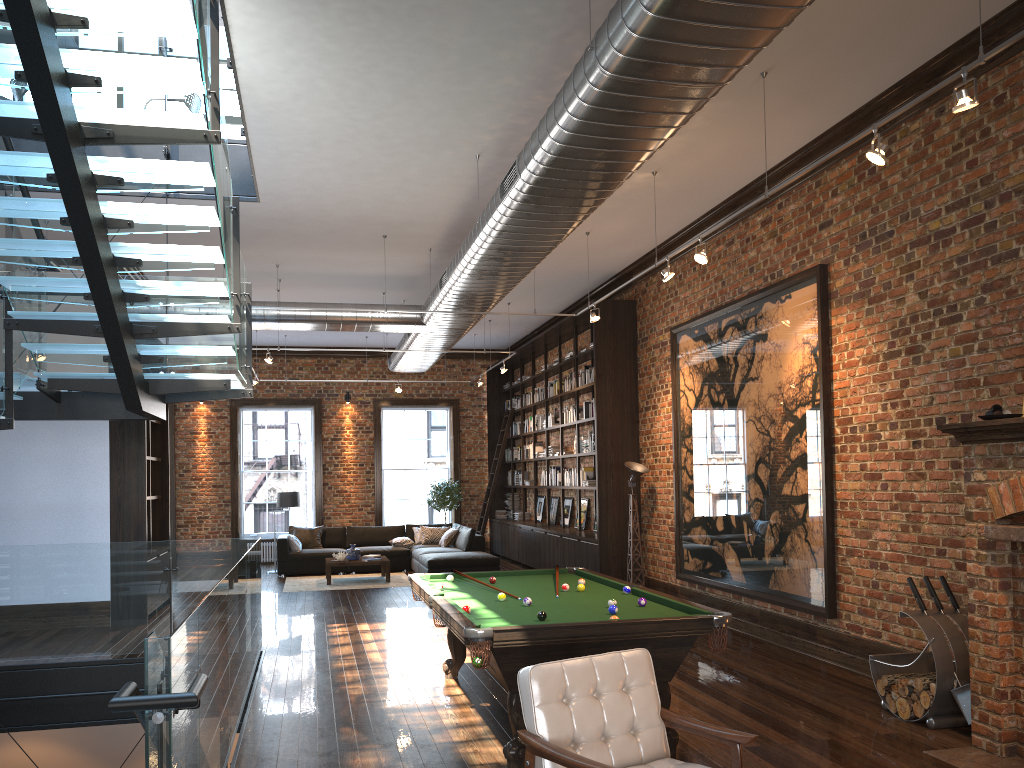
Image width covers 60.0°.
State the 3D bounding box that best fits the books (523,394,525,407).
[{"bbox_3d":[0.321,0.340,17.422,0.187,0.279,0.028,0,-1,-13],"label":"books"}]

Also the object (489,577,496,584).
[{"bbox_3d":[-0.154,1.566,7.072,0.057,0.057,0.057,-4,-5,35],"label":"object"}]

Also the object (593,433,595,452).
[{"bbox_3d":[1.206,0.852,12.954,0.069,0.287,0.118,-1,-2,-20],"label":"object"}]

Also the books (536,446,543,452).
[{"bbox_3d":[0.519,1.290,16.675,0.147,0.232,0.036,0,-1,-13],"label":"books"}]

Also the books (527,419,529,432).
[{"bbox_3d":[0.385,0.819,17.203,0.174,0.285,0.091,0,-2,-13],"label":"books"}]

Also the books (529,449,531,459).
[{"bbox_3d":[0.413,1.350,17.099,0.186,0.207,0.017,0,-1,-13],"label":"books"}]

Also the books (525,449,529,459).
[{"bbox_3d":[0.375,1.358,17.147,0.236,0.202,0.046,0,-2,-13],"label":"books"}]

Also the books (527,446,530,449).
[{"bbox_3d":[0.389,1.333,17.196,0.177,0.263,0.042,0,-1,-13],"label":"books"}]

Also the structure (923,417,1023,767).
[{"bbox_3d":[2.985,1.090,4.371,0.887,1.901,2.008,-1,-4,-13],"label":"structure"}]

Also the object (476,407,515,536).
[{"bbox_3d":[-0.402,2.022,17.862,0.896,3.068,0.497,-1,-1,-13],"label":"object"}]

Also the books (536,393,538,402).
[{"bbox_3d":[0.535,0.268,16.412,0.187,0.199,0.030,0,-2,-13],"label":"books"}]

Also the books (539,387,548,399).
[{"bbox_3d":[0.590,0.202,16.220,0.176,0.288,0.030,0,-1,-13],"label":"books"}]

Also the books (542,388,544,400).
[{"bbox_3d":[0.638,0.202,16.032,0.168,0.247,0.072,0,-2,-13],"label":"books"}]

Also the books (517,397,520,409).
[{"bbox_3d":[0.190,0.398,17.937,0.190,0.279,0.017,0,-1,-13],"label":"books"}]

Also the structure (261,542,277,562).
[{"bbox_3d":[-4.754,3.411,18.041,1.301,0.394,0.216,0,-3,-13],"label":"structure"}]

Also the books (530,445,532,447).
[{"bbox_3d":[0.446,1.298,16.882,0.189,0.262,0.010,0,-1,-13],"label":"books"}]

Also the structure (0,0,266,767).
[{"bbox_3d":[-3.252,0.446,4.890,3.575,14.452,7.069,-1,-2,-13],"label":"structure"}]

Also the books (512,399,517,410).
[{"bbox_3d":[0.127,0.435,18.141,0.235,0.251,0.028,0,-1,-13],"label":"books"}]

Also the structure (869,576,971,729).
[{"bbox_3d":[2.812,1.730,5.782,0.538,0.916,0.931,-1,-4,-12],"label":"structure"}]

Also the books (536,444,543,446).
[{"bbox_3d":[0.490,1.268,16.722,0.189,0.286,0.013,0,-1,-13],"label":"books"}]

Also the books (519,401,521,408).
[{"bbox_3d":[0.242,0.428,17.813,0.170,0.194,0.084,0,-2,-13],"label":"books"}]

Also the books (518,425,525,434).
[{"bbox_3d":[0.222,0.931,17.854,0.185,0.210,0.069,0,-2,-13],"label":"books"}]

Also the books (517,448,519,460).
[{"bbox_3d":[0.198,1.427,18.040,0.180,0.262,0.015,0,-1,-13],"label":"books"}]

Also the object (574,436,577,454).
[{"bbox_3d":[1.006,0.948,13.816,0.069,0.287,0.118,-1,-2,-20],"label":"object"}]

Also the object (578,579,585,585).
[{"bbox_3d":[0.536,1.526,6.820,0.057,0.057,0.057,-3,-4,32],"label":"object"}]

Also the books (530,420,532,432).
[{"bbox_3d":[0.434,0.812,16.944,0.181,0.241,0.036,0,-1,-13],"label":"books"}]

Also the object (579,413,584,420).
[{"bbox_3d":[1.110,0.522,13.870,0.096,0.136,0.236,1,-5,-29],"label":"object"}]

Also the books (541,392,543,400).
[{"bbox_3d":[0.620,0.237,16.114,0.166,0.194,0.030,0,-2,-13],"label":"books"}]

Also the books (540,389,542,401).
[{"bbox_3d":[0.601,0.214,16.167,0.185,0.252,0.030,0,-1,-13],"label":"books"}]

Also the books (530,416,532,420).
[{"bbox_3d":[0.427,0.778,16.969,0.171,0.314,0.014,-1,-1,-13],"label":"books"}]

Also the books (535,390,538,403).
[{"bbox_3d":[0.528,0.242,16.476,0.192,0.266,0.016,0,-1,-13],"label":"books"}]

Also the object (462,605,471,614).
[{"bbox_3d":[-0.283,1.398,5.489,0.057,0.057,0.057,-4,-4,34],"label":"object"}]

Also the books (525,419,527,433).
[{"bbox_3d":[0.353,0.835,17.316,0.174,0.282,0.113,0,-2,-13],"label":"books"}]

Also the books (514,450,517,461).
[{"bbox_3d":[0.158,1.454,18.102,0.231,0.224,0.024,0,-1,-13],"label":"books"}]

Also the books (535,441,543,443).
[{"bbox_3d":[0.506,1.249,16.747,0.161,0.330,0.006,-1,-1,-13],"label":"books"}]

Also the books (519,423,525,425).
[{"bbox_3d":[0.225,0.914,17.875,0.166,0.249,0.080,0,-2,-13],"label":"books"}]

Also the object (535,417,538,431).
[{"bbox_3d":[0.462,0.731,16.252,0.075,0.254,0.088,0,-2,-23],"label":"object"}]

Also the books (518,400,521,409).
[{"bbox_3d":[0.216,0.422,17.861,0.173,0.213,0.025,0,-1,-13],"label":"books"}]

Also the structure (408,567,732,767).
[{"bbox_3d":[0.196,1.867,6.236,1.552,0.848,2.971,0,-6,-13],"label":"structure"}]

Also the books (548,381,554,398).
[{"bbox_3d":[0.729,0.114,15.598,0.186,0.328,0.069,-1,-2,-13],"label":"books"}]

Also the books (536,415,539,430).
[{"bbox_3d":[0.539,0.725,16.484,0.183,0.313,0.013,-1,-1,-13],"label":"books"}]

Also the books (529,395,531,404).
[{"bbox_3d":[0.422,0.320,16.918,0.178,0.207,0.034,0,-2,-13],"label":"books"}]

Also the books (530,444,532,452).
[{"bbox_3d":[0.443,1.293,16.927,0.184,0.283,0.011,0,-1,-13],"label":"books"}]

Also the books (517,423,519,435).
[{"bbox_3d":[0.207,0.915,17.918,0.183,0.253,0.046,0,-2,-13],"label":"books"}]

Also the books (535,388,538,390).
[{"bbox_3d":[0.515,0.232,16.608,0.166,0.315,0.016,-1,-1,-13],"label":"books"}]

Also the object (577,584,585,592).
[{"bbox_3d":[0.505,1.490,6.481,0.057,0.057,0.057,0,-4,-13],"label":"object"}]

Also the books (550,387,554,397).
[{"bbox_3d":[0.757,0.156,15.421,0.193,0.202,0.027,0,-1,-13],"label":"books"}]

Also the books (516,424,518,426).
[{"bbox_3d":[0.185,0.928,17.995,0.189,0.245,0.005,0,-1,-13],"label":"books"}]

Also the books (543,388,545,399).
[{"bbox_3d":[0.648,0.198,15.998,0.143,0.250,0.078,-1,-2,-13],"label":"books"}]

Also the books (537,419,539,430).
[{"bbox_3d":[0.559,0.765,16.409,0.182,0.217,0.034,0,-2,-13],"label":"books"}]
